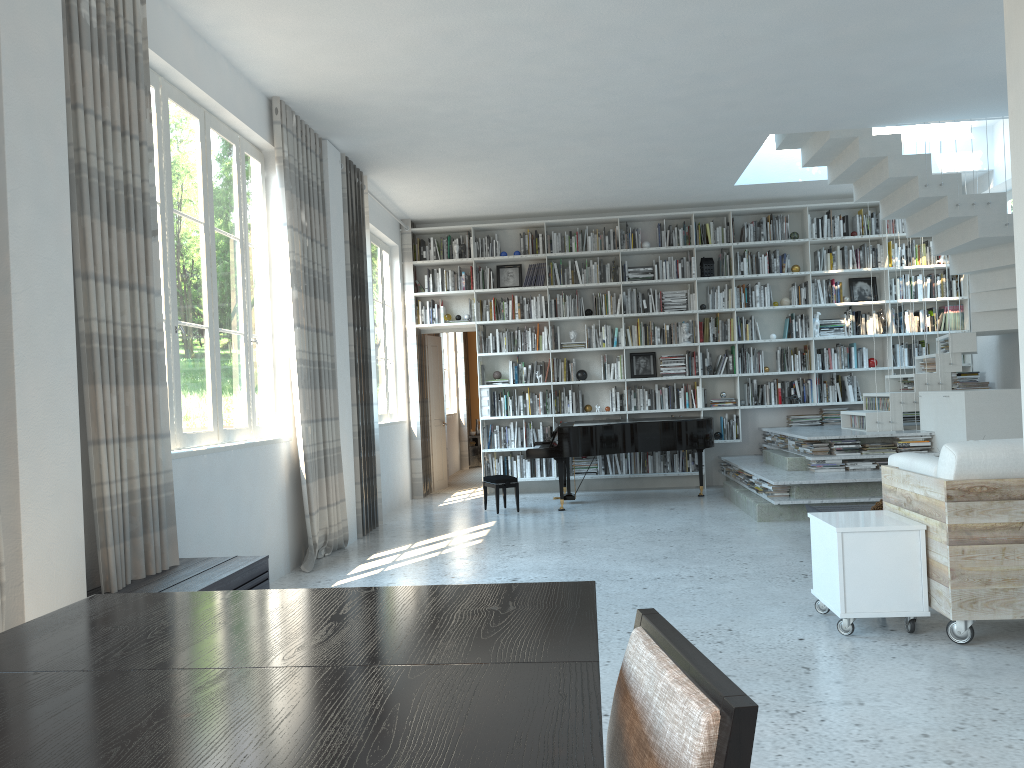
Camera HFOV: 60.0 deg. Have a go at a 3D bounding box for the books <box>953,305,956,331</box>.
[{"bbox_3d":[4.931,-0.734,9.939,0.018,0.293,0.169,-3,0,5],"label":"books"}]

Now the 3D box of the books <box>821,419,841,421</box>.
[{"bbox_3d":[3.654,0.406,10.065,0.285,0.007,0.159,-3,-1,7],"label":"books"}]

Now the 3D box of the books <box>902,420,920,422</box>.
[{"bbox_3d":[4.412,0.415,9.993,0.320,0.009,0.203,-3,-1,10],"label":"books"}]

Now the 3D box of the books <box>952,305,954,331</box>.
[{"bbox_3d":[4.913,-0.734,9.945,0.018,0.293,0.169,-3,0,5],"label":"books"}]

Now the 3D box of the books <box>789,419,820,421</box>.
[{"bbox_3d":[3.321,0.409,10.085,0.308,0.008,0.195,-3,-1,10],"label":"books"}]

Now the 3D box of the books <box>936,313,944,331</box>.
[{"bbox_3d":[4.777,-0.685,9.955,0.088,0.217,0.167,-3,0,5],"label":"books"}]

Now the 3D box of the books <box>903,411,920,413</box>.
[{"bbox_3d":[4.410,0.317,9.999,0.315,0.009,0.199,-3,-1,2],"label":"books"}]

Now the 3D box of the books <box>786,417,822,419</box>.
[{"bbox_3d":[3.320,0.386,10.085,0.345,0.007,0.193,-3,-1,0],"label":"books"}]

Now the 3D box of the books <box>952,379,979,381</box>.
[{"bbox_3d":[4.869,-0.043,9.527,0.227,0.009,0.144,-3,-1,5],"label":"books"}]

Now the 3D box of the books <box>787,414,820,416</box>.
[{"bbox_3d":[3.320,0.357,10.093,0.345,0.007,0.193,-3,-1,7],"label":"books"}]

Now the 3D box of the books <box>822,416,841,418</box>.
[{"bbox_3d":[3.652,0.372,10.067,0.254,0.007,0.161,-3,-1,6],"label":"books"}]

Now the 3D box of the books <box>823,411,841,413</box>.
[{"bbox_3d":[3.649,0.314,10.061,0.254,0.006,0.161,-3,-1,9],"label":"books"}]

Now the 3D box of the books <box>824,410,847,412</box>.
[{"bbox_3d":[3.649,0.303,10.059,0.254,0.006,0.161,-3,-1,0],"label":"books"}]

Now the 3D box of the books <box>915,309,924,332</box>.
[{"bbox_3d":[4.593,-0.701,9.981,0.029,0.259,0.171,-3,0,5],"label":"books"}]

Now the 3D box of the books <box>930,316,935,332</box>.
[{"bbox_3d":[4.694,-0.667,9.946,0.024,0.181,0.191,-3,-1,5],"label":"books"}]

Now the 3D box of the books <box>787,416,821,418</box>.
[{"bbox_3d":[3.321,0.379,10.093,0.345,0.007,0.193,-3,-1,7],"label":"books"}]

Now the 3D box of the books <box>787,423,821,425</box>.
[{"bbox_3d":[3.319,0.454,10.085,0.345,0.007,0.193,-3,-1,10],"label":"books"}]

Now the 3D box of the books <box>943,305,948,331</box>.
[{"bbox_3d":[4.853,-0.731,9.950,0.033,0.294,0.169,-3,0,5],"label":"books"}]

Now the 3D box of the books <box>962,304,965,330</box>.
[{"bbox_3d":[5.022,-0.738,9.936,0.018,0.293,0.169,-3,0,5],"label":"books"}]

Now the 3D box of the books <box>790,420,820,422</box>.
[{"bbox_3d":[3.320,0.416,10.099,0.308,0.008,0.195,-3,-1,5],"label":"books"}]

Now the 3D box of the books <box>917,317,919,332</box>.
[{"bbox_3d":[4.545,-0.662,9.991,0.030,0.184,0.137,-3,0,5],"label":"books"}]

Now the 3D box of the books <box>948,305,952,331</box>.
[{"bbox_3d":[4.876,-0.732,9.935,0.018,0.293,0.169,-3,0,5],"label":"books"}]

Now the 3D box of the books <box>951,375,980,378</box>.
[{"bbox_3d":[4.867,-0.078,9.519,0.235,0.014,0.155,-3,-1,6],"label":"books"}]

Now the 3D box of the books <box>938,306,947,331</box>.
[{"bbox_3d":[4.815,-0.727,9.953,0.072,0.291,0.169,-3,0,5],"label":"books"}]

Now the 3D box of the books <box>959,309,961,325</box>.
[{"bbox_3d":[4.986,-0.737,9.939,0.018,0.293,0.169,-3,0,5],"label":"books"}]

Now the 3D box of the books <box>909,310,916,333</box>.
[{"bbox_3d":[4.476,-0.697,9.975,0.056,0.261,0.176,-3,0,5],"label":"books"}]

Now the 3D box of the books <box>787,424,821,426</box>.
[{"bbox_3d":[3.320,0.469,10.088,0.345,0.007,0.193,-3,-1,9],"label":"books"}]

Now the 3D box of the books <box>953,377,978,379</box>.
[{"bbox_3d":[4.868,-0.064,9.524,0.206,0.014,0.150,-3,-1,5],"label":"books"}]

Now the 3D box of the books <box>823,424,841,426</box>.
[{"bbox_3d":[3.654,0.461,10.062,0.254,0.007,0.161,-3,-1,8],"label":"books"}]

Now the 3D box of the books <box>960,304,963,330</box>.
[{"bbox_3d":[5.003,-0.738,9.927,0.018,0.293,0.169,-3,0,5],"label":"books"}]

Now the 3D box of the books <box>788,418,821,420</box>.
[{"bbox_3d":[3.321,0.394,10.093,0.345,0.007,0.193,-3,-1,7],"label":"books"}]

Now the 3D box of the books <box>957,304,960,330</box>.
[{"bbox_3d":[4.967,-0.736,9.936,0.018,0.293,0.169,-3,0,5],"label":"books"}]

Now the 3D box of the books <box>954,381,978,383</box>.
[{"bbox_3d":[4.870,-0.023,9.519,0.192,0.008,0.160,-3,-1,5],"label":"books"}]

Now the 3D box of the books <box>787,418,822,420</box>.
[{"bbox_3d":[3.321,0.401,10.090,0.345,0.007,0.193,-3,-1,2],"label":"books"}]

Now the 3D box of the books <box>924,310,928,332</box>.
[{"bbox_3d":[4.638,-0.701,9.985,0.012,0.254,0.161,-3,0,5],"label":"books"}]

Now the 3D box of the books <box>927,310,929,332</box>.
[{"bbox_3d":[4.657,-0.699,9.987,0.025,0.248,0.134,-3,0,5],"label":"books"}]

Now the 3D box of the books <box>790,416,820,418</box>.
[{"bbox_3d":[3.320,0.371,10.093,0.308,0.008,0.195,-3,-1,7],"label":"books"}]

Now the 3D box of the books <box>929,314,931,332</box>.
[{"bbox_3d":[4.677,-0.679,9.988,0.014,0.207,0.138,-3,0,5],"label":"books"}]

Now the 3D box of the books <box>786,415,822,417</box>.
[{"bbox_3d":[3.320,0.364,10.093,0.345,0.007,0.193,-3,-1,3],"label":"books"}]

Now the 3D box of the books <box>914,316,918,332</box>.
[{"bbox_3d":[4.517,-0.663,9.972,0.023,0.189,0.169,-3,0,5],"label":"books"}]

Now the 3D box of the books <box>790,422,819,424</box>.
[{"bbox_3d":[3.319,0.439,10.093,0.308,0.008,0.195,-3,-1,7],"label":"books"}]

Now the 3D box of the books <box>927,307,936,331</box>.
[{"bbox_3d":[4.719,-0.716,9.972,0.026,0.278,0.170,-3,0,5],"label":"books"}]

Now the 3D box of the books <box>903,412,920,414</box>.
[{"bbox_3d":[4.410,0.326,9.994,0.315,0.009,0.199,-3,-1,10],"label":"books"}]

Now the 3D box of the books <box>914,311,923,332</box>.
[{"bbox_3d":[4.568,-0.694,9.973,0.022,0.247,0.181,-3,0,5],"label":"books"}]

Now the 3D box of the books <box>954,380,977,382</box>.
[{"bbox_3d":[4.870,-0.033,9.530,0.182,0.011,0.131,-3,-1,3],"label":"books"}]

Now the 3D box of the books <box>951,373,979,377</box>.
[{"bbox_3d":[4.867,-0.098,9.532,0.232,0.025,0.123,-3,-1,2],"label":"books"}]

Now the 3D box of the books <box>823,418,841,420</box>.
[{"bbox_3d":[3.653,0.392,10.060,0.285,0.007,0.159,-3,-1,1],"label":"books"}]

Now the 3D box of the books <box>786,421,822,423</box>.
[{"bbox_3d":[3.320,0.431,10.093,0.345,0.007,0.193,-3,-1,3],"label":"books"}]

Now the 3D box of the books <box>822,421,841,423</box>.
[{"bbox_3d":[3.653,0.427,10.060,0.285,0.007,0.159,-3,-1,1],"label":"books"}]

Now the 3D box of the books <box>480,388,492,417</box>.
[{"bbox_3d":[-0.300,0.215,10.351,0.106,0.340,0.307,-3,0,5],"label":"books"}]

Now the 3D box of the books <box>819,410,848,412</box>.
[{"bbox_3d":[3.649,0.308,10.063,0.285,0.005,0.159,-3,-1,2],"label":"books"}]

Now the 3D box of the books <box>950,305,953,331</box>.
[{"bbox_3d":[4.895,-0.733,9.947,0.018,0.293,0.169,-3,0,5],"label":"books"}]

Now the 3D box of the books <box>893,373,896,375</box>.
[{"bbox_3d":[4.279,0.029,9.936,0.011,0.293,0.144,-3,0,5],"label":"books"}]

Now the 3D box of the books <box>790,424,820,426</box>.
[{"bbox_3d":[3.320,0.461,10.088,0.308,0.008,0.195,-3,-1,1],"label":"books"}]

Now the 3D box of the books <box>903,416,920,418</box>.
[{"bbox_3d":[4.411,0.369,10.001,0.320,0.009,0.203,-3,-1,3],"label":"books"}]

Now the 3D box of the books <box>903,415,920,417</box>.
[{"bbox_3d":[4.411,0.360,10.004,0.359,0.009,0.201,-3,-1,4],"label":"books"}]

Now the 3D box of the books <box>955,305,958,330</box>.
[{"bbox_3d":[4.949,-0.735,9.942,0.018,0.293,0.169,-3,0,5],"label":"books"}]

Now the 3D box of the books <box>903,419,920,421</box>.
[{"bbox_3d":[4.412,0.406,9.992,0.359,0.009,0.201,-3,-1,0],"label":"books"}]

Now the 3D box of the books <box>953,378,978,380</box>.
[{"bbox_3d":[4.869,-0.052,9.529,0.215,0.011,0.121,-3,-1,0],"label":"books"}]
